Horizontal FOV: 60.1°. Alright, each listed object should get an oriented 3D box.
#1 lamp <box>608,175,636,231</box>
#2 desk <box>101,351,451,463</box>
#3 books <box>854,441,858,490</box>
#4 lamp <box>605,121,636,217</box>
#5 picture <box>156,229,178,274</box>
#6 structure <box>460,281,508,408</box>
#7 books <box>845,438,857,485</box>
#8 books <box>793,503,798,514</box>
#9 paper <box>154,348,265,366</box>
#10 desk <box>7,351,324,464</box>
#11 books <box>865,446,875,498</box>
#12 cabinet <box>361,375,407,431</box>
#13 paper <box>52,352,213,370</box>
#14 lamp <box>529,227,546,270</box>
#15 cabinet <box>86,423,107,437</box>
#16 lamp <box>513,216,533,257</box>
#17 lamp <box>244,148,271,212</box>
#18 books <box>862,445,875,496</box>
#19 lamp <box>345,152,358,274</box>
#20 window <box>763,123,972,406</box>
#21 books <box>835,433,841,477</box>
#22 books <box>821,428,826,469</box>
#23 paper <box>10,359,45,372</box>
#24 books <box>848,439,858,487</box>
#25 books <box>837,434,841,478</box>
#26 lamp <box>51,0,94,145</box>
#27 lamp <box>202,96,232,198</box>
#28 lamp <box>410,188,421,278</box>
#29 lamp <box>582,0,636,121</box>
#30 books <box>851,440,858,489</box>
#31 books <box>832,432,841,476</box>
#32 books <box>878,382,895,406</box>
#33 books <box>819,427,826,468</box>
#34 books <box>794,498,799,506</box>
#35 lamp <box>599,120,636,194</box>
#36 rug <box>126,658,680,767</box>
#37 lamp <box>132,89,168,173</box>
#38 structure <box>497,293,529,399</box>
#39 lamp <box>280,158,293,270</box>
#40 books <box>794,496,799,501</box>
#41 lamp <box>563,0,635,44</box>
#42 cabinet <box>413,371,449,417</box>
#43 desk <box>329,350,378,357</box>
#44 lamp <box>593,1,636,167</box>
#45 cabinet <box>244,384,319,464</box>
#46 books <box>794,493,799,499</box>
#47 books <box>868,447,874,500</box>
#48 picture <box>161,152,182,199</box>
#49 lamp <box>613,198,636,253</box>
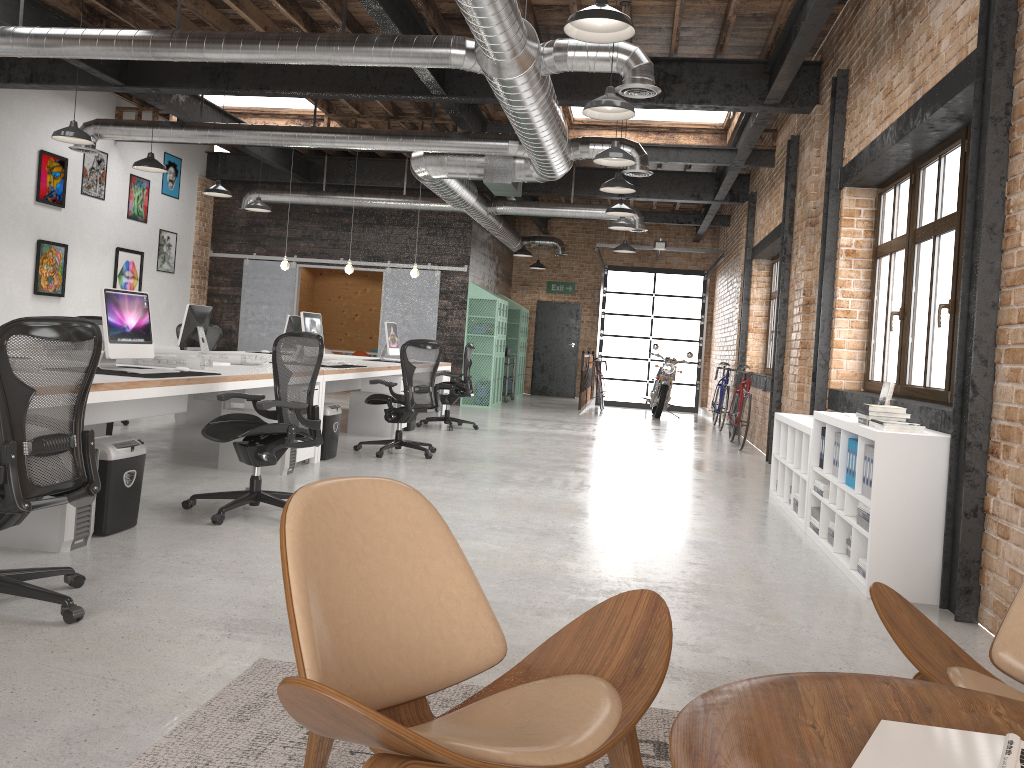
[{"bbox_3d":[1.468,-2.459,11.587,0.362,0.856,0.361,4,0,25],"label":"lamp"},{"bbox_3d":[-2.374,0.093,10.040,2.313,0.769,5.112,4,3,8],"label":"desk"},{"bbox_3d":[1.964,0.449,4.738,0.232,0.261,0.062,4,0,8],"label":"books"},{"bbox_3d":[1.318,-2.669,10.395,0.362,1.363,0.361,4,0,15],"label":"lamp"},{"bbox_3d":[-5.518,-2.116,14.166,0.018,0.662,0.532,4,1,8],"label":"picture"},{"bbox_3d":[-0.444,-0.680,15.323,0.557,2.100,1.117,4,0,8],"label":"structure"},{"bbox_3d":[1.990,0.442,4.929,0.232,0.261,0.062,4,0,8],"label":"books"},{"bbox_3d":[2.106,0.884,6.208,0.217,0.072,0.289,4,2,8],"label":"books"},{"bbox_3d":[-2.696,-0.240,7.558,0.974,0.105,1.077,3,3,-28],"label":"paper"},{"bbox_3d":[-3.085,0.274,4.971,2.313,0.769,5.112,4,3,8],"label":"desk"},{"bbox_3d":[1.931,0.457,4.505,0.232,0.261,0.062,4,0,8],"label":"books"},{"bbox_3d":[-1.447,0.219,10.041,0.460,0.648,0.387,4,0,8],"label":"cabinet"},{"bbox_3d":[-2.644,-0.174,6.146,1.134,0.082,0.083,4,1,3],"label":"paper"},{"bbox_3d":[0.585,-3.077,18.489,0.361,1.338,0.362,4,0,-15],"label":"lamp"},{"bbox_3d":[-3.686,0.184,7.367,0.460,0.648,0.387,4,0,8],"label":"cabinet"},{"bbox_3d":[0.242,-2.989,16.043,0.361,1.338,0.362,4,0,-15],"label":"lamp"},{"bbox_3d":[-3.494,-2.838,12.288,0.362,0.856,0.361,4,0,25],"label":"lamp"},{"bbox_3d":[1.940,0.455,4.568,0.232,0.261,0.062,4,0,8],"label":"books"},{"bbox_3d":[-2.171,-2.340,12.104,0.123,1.678,0.123,4,0,6],"label":"lamp"},{"bbox_3d":[3.082,-0.820,8.498,0.147,1.690,8.637,4,2,8],"label":"window"},{"bbox_3d":[2.049,0.431,5.257,0.232,0.261,0.062,4,0,8],"label":"books"},{"bbox_3d":[2.093,0.418,5.616,0.232,0.261,0.062,4,0,8],"label":"books"},{"bbox_3d":[-3.000,-0.116,4.352,0.976,0.105,1.075,4,3,5],"label":"paper"},{"bbox_3d":[1.982,0.444,4.866,0.232,0.261,0.062,4,0,8],"label":"books"},{"bbox_3d":[2.041,0.433,5.193,0.232,0.261,0.062,4,0,8],"label":"books"},{"bbox_3d":[-4.043,-2.946,8.251,0.362,1.363,0.362,4,0,0],"label":"lamp"},{"bbox_3d":[-3.644,-3.048,11.096,0.362,1.363,0.361,4,0,15],"label":"lamp"},{"bbox_3d":[-1.261,-2.271,11.976,0.123,1.678,0.123,4,0,6],"label":"lamp"},{"bbox_3d":[0.687,-2.260,6.013,0.362,0.856,0.361,4,0,25],"label":"lamp"},{"bbox_3d":[1.973,0.447,4.802,0.232,0.261,0.062,4,0,8],"label":"books"},{"bbox_3d":[2.058,0.429,5.320,0.232,0.261,0.062,4,0,8],"label":"books"},{"bbox_3d":[2.339,0.099,5.554,0.065,0.224,0.161,4,1,8],"label":"books"},{"bbox_3d":[2.102,0.416,5.679,0.232,0.261,0.062,4,0,8],"label":"books"},{"bbox_3d":[2.103,0.833,6.202,0.207,0.067,0.275,4,2,8],"label":"books"},{"bbox_3d":[1.085,-2.361,8.858,0.362,0.856,0.361,4,0,30],"label":"lamp"},{"bbox_3d":[0.304,1.066,1.261,2.730,0.004,2.997,4,3,8],"label":"rug"},{"bbox_3d":[-3.877,-2.740,9.559,0.362,0.856,0.361,4,0,15],"label":"lamp"},{"bbox_3d":[-0.018,-0.789,18.365,0.557,2.100,1.117,4,0,8],"label":"structure"},{"bbox_3d":[-3.080,-2.409,12.233,0.123,1.678,0.123,4,0,6],"label":"lamp"},{"bbox_3d":[2.106,0.807,6.194,0.219,0.039,0.260,4,3,8],"label":"books"},{"bbox_3d":[0.487,-2.457,4.468,0.362,1.363,0.361,4,0,25],"label":"lamp"},{"bbox_3d":[-1.149,0.143,12.163,0.460,0.648,0.387,4,0,8],"label":"cabinet"},{"bbox_3d":[-2.662,-0.241,17.337,2.000,0.731,0.998,4,2,8],"label":"desk"},{"bbox_3d":[0.920,-2.567,7.550,0.361,1.363,0.362,4,0,-20],"label":"lamp"},{"bbox_3d":[-1.858,0.324,7.107,0.460,0.648,0.387,4,0,8],"label":"cabinet"},{"bbox_3d":[2.106,0.789,6.190,0.214,0.052,0.252,4,3,8],"label":"books"},{"bbox_3d":[1.922,0.459,4.441,0.232,0.261,0.062,4,0,8],"label":"books"},{"bbox_3d":[-5.437,-3.323,14.148,0.018,0.662,0.532,4,1,8],"label":"picture"},{"bbox_3d":[1.841,-2.554,14.248,0.361,0.856,0.362,4,0,-15],"label":"lamp"}]
